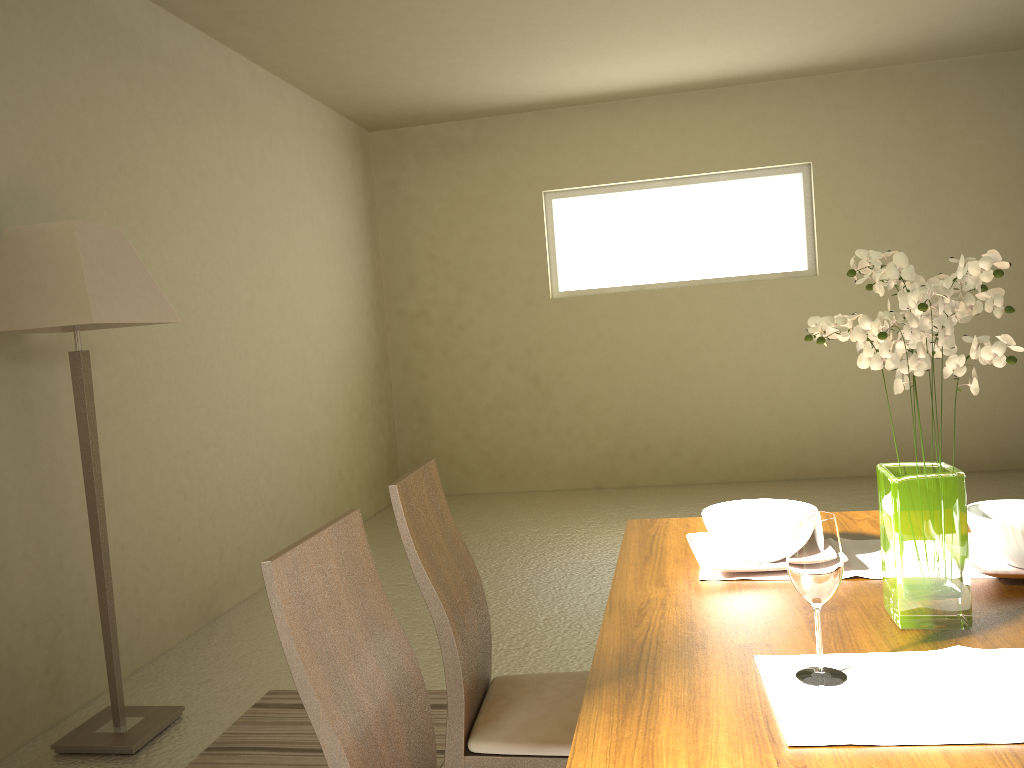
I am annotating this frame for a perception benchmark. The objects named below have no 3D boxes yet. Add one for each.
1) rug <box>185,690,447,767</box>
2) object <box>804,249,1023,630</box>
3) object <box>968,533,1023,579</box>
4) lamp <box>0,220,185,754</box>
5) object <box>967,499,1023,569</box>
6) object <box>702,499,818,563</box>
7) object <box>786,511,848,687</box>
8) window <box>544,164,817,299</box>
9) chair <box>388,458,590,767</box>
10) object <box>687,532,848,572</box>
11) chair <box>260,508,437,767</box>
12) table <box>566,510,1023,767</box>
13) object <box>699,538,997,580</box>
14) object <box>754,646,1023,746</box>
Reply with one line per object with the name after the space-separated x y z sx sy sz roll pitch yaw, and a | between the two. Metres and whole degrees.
-0.675 1.217 2.559 0.843 0.010 1.613 -4 4 11 | rug
0.649 0.084 1.431 0.304 0.608 0.302 -4 4 14 | object
0.981 0.328 1.666 0.283 0.041 0.283 -4 4 10 | object
-1.456 0.352 3.087 0.499 1.782 0.499 -4 4 11 | lamp
0.981 0.288 1.663 0.232 0.107 0.233 -3 4 22 | object
0.517 0.312 1.844 0.233 0.101 0.233 -5 4 0 | object
0.428 0.299 1.245 0.075 0.232 0.075 -7 4 -30 | object
1.289 -1.169 6.925 2.025 0.848 0.100 -4 4 11 | window
0.059 0.684 1.997 0.507 1.017 0.404 -4 4 8 | chair
0.520 0.352 1.846 0.283 0.033 0.283 -4 4 5 | object
-0.037 0.728 1.415 0.507 1.017 0.404 -4 4 11 | chair
0.698 0.772 1.590 1.000 0.790 1.411 -4 4 11 | table
0.690 0.356 1.827 0.589 0.010 0.287 -4 4 14 | object
0.640 0.401 1.167 0.589 0.010 0.287 -4 4 8 | object
